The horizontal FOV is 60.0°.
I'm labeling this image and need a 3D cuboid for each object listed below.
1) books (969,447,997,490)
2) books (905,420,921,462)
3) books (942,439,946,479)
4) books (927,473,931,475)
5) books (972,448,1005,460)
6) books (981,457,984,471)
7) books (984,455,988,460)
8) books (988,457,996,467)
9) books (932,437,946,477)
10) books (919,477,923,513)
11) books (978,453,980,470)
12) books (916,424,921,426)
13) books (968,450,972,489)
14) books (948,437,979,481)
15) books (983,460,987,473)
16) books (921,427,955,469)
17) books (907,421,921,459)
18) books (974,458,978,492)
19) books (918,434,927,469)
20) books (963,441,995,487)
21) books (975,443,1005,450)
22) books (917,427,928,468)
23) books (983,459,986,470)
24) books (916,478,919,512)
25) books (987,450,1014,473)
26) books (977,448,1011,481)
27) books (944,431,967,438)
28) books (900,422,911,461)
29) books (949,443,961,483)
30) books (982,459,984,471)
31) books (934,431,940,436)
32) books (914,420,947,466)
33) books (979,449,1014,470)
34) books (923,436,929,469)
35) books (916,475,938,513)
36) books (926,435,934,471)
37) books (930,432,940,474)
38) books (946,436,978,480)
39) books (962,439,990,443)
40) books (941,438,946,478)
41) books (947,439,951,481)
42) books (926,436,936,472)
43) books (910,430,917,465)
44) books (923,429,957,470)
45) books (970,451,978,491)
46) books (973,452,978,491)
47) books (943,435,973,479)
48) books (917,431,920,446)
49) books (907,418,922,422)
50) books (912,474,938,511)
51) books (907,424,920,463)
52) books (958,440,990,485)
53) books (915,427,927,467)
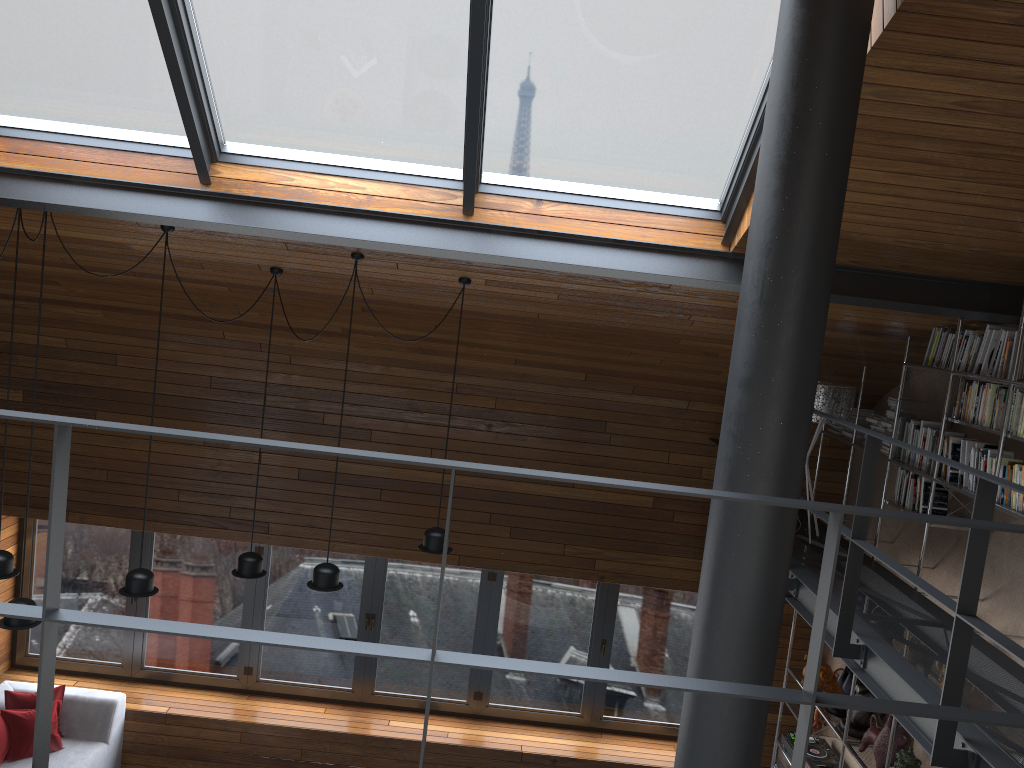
[{"bbox_3d":[2.413,0.437,4.506,0.164,0.217,0.048,7,5,-1],"label":"books"},{"bbox_3d":[2.435,0.347,5.242,0.191,0.255,0.012,7,5,-1],"label":"books"},{"bbox_3d":[2.398,0.412,4.778,0.136,0.212,0.051,7,5,-1],"label":"books"},{"bbox_3d":[2.368,0.621,5.093,0.117,0.220,0.054,7,5,-1],"label":"books"},{"bbox_3d":[2.414,0.437,4.497,0.171,0.218,0.047,7,5,-1],"label":"books"},{"bbox_3d":[2.386,0.461,4.403,0.117,0.182,0.044,7,5,-1],"label":"books"},{"bbox_3d":[2.385,0.455,4.384,0.111,0.197,0.043,7,5,-1],"label":"books"},{"bbox_3d":[2.379,0.460,4.330,0.111,0.197,0.043,7,5,-1],"label":"books"},{"bbox_3d":[2.376,0.401,4.831,0.137,0.215,0.014,7,5,-1],"label":"books"},{"bbox_3d":[2.379,0.636,5.013,0.137,0.216,0.049,7,5,-1],"label":"books"},{"bbox_3d":[2.396,0.448,4.436,0.125,0.206,0.055,7,5,-1],"label":"books"},{"bbox_3d":[2.427,0.360,5.207,0.148,0.234,0.013,7,5,-1],"label":"books"},{"bbox_3d":[2.395,0.443,4.517,0.127,0.200,0.046,7,5,-1],"label":"books"},{"bbox_3d":[2.396,0.408,4.705,0.148,0.232,0.053,7,5,-1],"label":"books"},{"bbox_3d":[2.376,0.468,4.365,0.111,0.174,0.041,7,5,-1],"label":"books"},{"bbox_3d":[2.416,0.373,5.032,0.146,0.240,0.023,7,5,-1],"label":"books"},{"bbox_3d":[2.440,0.351,5.231,0.192,0.251,0.012,7,5,-1],"label":"books"},{"bbox_3d":[2.385,0.462,4.452,0.119,0.171,0.044,7,5,-1],"label":"books"},{"bbox_3d":[2.402,0.390,5.054,0.143,0.199,0.019,7,5,-1],"label":"books"},{"bbox_3d":[2.419,0.422,4.593,0.148,0.232,0.053,7,5,-1],"label":"books"},{"bbox_3d":[2.449,0.429,4.559,0.148,0.232,0.053,7,5,-1],"label":"books"},{"bbox_3d":[2.406,0.372,5.067,0.148,0.234,0.013,7,5,-1],"label":"books"},{"bbox_3d":[2.378,0.467,4.375,0.112,0.176,0.039,7,5,-1],"label":"books"},{"bbox_3d":[2.368,0.642,5.039,0.126,0.197,0.047,7,5,-1],"label":"books"},{"bbox_3d":[2.388,0.444,4.345,0.122,0.230,0.057,7,5,-1],"label":"books"},{"bbox_3d":[2.421,0.439,4.449,0.177,0.217,0.046,7,5,-1],"label":"books"},{"bbox_3d":[2.398,0.386,4.847,0.131,0.247,0.018,7,5,-1],"label":"books"},{"bbox_3d":[2.404,0.350,5.284,0.148,0.234,0.013,7,5,-1],"label":"books"},{"bbox_3d":[2.393,0.423,4.688,0.148,0.206,0.053,7,5,-1],"label":"books"},{"bbox_3d":[2.380,0.465,4.392,0.112,0.176,0.039,7,5,-1],"label":"books"},{"bbox_3d":[2.411,0.384,4.965,0.129,0.231,0.010,7,5,-1],"label":"books"},{"bbox_3d":[2.417,0.350,5.122,0.143,0.268,0.020,7,5,-1],"label":"books"},{"bbox_3d":[2.408,0.443,4.418,0.161,0.222,0.055,7,5,-1],"label":"books"},{"bbox_3d":[2.415,0.392,5.016,0.148,0.206,0.014,7,5,-1],"label":"books"},{"bbox_3d":[2.366,0.633,5.026,0.133,0.218,0.051,7,5,-1],"label":"books"},{"bbox_3d":[2.393,0.396,4.956,0.130,0.208,0.010,7,5,-1],"label":"books"},{"bbox_3d":[2.393,0.388,4.897,0.129,0.231,0.010,7,5,-1],"label":"books"},{"bbox_3d":[2.410,0.405,4.750,0.148,0.232,0.053,7,5,-1],"label":"books"},{"bbox_3d":[2.435,0.415,4.672,0.143,0.236,0.062,7,5,-1],"label":"books"},{"bbox_3d":[2.397,0.407,4.795,0.133,0.219,0.058,7,5,-1],"label":"books"},{"bbox_3d":[2.396,0.413,4.719,0.141,0.221,0.055,7,5,-1],"label":"books"},{"bbox_3d":[2.401,0.398,4.943,0.148,0.206,0.018,7,5,-1],"label":"books"},{"bbox_3d":[2.397,0.376,5.166,0.130,0.208,0.010,7,5,-1],"label":"books"},{"bbox_3d":[2.412,0.379,5.001,0.148,0.234,0.013,7,5,-1],"label":"books"},{"bbox_3d":[2.384,0.445,4.476,0.127,0.200,0.046,7,5,-1],"label":"books"},{"bbox_3d":[2.392,0.447,4.466,0.127,0.200,0.046,7,5,-1],"label":"books"},{"bbox_3d":[2.396,0.401,4.764,0.143,0.235,0.055,7,5,-1],"label":"books"},{"bbox_3d":[2.414,0.374,5.139,0.148,0.216,0.010,7,5,-1],"label":"books"},{"bbox_3d":[2.443,0.343,5.294,0.207,0.255,0.010,7,5,-1],"label":"books"},{"bbox_3d":[2.375,0.627,5.074,0.155,0.215,0.055,7,5,-1],"label":"books"},{"bbox_3d":[2.416,0.358,5.219,0.148,0.234,0.013,7,5,-1],"label":"books"},{"bbox_3d":[2.418,0.417,4.641,0.148,0.232,0.053,7,5,-1],"label":"books"},{"bbox_3d":[2.401,0.370,5.080,0.148,0.234,0.013,7,5,-1],"label":"books"}]
